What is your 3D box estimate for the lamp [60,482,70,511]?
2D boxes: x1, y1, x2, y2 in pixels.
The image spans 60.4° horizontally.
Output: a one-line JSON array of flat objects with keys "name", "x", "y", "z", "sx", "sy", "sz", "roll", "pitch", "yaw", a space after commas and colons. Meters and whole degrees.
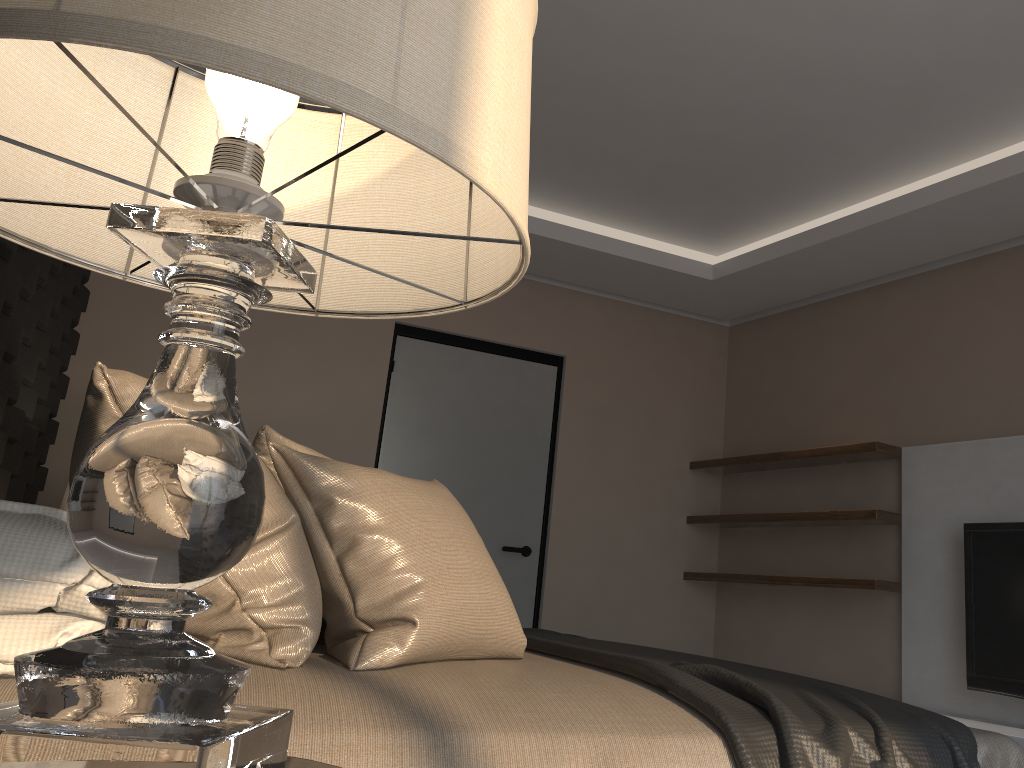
[{"name": "lamp", "x": -1.371, "y": 0.583, "z": 3.130, "sx": 0.445, "sy": 0.634, "sz": 0.484, "roll": -2, "pitch": -16, "yaw": 29}]

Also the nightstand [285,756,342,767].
[{"name": "nightstand", "x": -0.296, "y": 0.565, "z": 0.513, "sx": 0.562, "sy": 0.606, "sz": 0.537, "roll": 8, "pitch": -14, "yaw": -10}]

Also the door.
[{"name": "door", "x": -0.289, "y": 0.775, "z": 4.712, "sx": 1.039, "sy": 2.103, "sz": 0.147, "roll": 12, "pitch": -15, "yaw": -23}]

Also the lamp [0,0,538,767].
[{"name": "lamp", "x": -0.228, "y": -0.037, "z": 0.651, "sx": 0.459, "sy": 0.634, "sz": 0.471, "roll": 3, "pitch": -14, "yaw": 10}]

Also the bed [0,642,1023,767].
[{"name": "bed", "x": -0.160, "y": 0.923, "z": 2.047, "sx": 2.384, "sy": 0.627, "sz": 2.193, "roll": 10, "pitch": -14, "yaw": -22}]

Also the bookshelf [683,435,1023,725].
[{"name": "bookshelf", "x": 2.245, "y": 0.754, "z": 3.457, "sx": 0.242, "sy": 1.209, "sz": 4.294, "roll": 14, "pitch": -16, "yaw": -30}]

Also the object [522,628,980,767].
[{"name": "object", "x": 0.284, "y": 0.830, "z": 2.281, "sx": 0.643, "sy": 0.324, "sz": 1.963, "roll": 10, "pitch": -14, "yaw": -21}]

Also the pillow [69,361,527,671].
[{"name": "pillow", "x": -0.454, "y": 0.308, "z": 1.983, "sx": 0.933, "sy": 0.521, "sz": 1.206, "roll": 10, "pitch": -14, "yaw": -20}]

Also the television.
[{"name": "television", "x": 2.267, "y": 0.888, "z": 3.357, "sx": 0.151, "sy": 0.718, "sz": 1.046, "roll": 14, "pitch": -16, "yaw": -29}]

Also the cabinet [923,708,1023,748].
[{"name": "cabinet", "x": 2.056, "y": 1.497, "z": 3.220, "sx": 0.473, "sy": 0.371, "sz": 4.332, "roll": 13, "pitch": -16, "yaw": -30}]
